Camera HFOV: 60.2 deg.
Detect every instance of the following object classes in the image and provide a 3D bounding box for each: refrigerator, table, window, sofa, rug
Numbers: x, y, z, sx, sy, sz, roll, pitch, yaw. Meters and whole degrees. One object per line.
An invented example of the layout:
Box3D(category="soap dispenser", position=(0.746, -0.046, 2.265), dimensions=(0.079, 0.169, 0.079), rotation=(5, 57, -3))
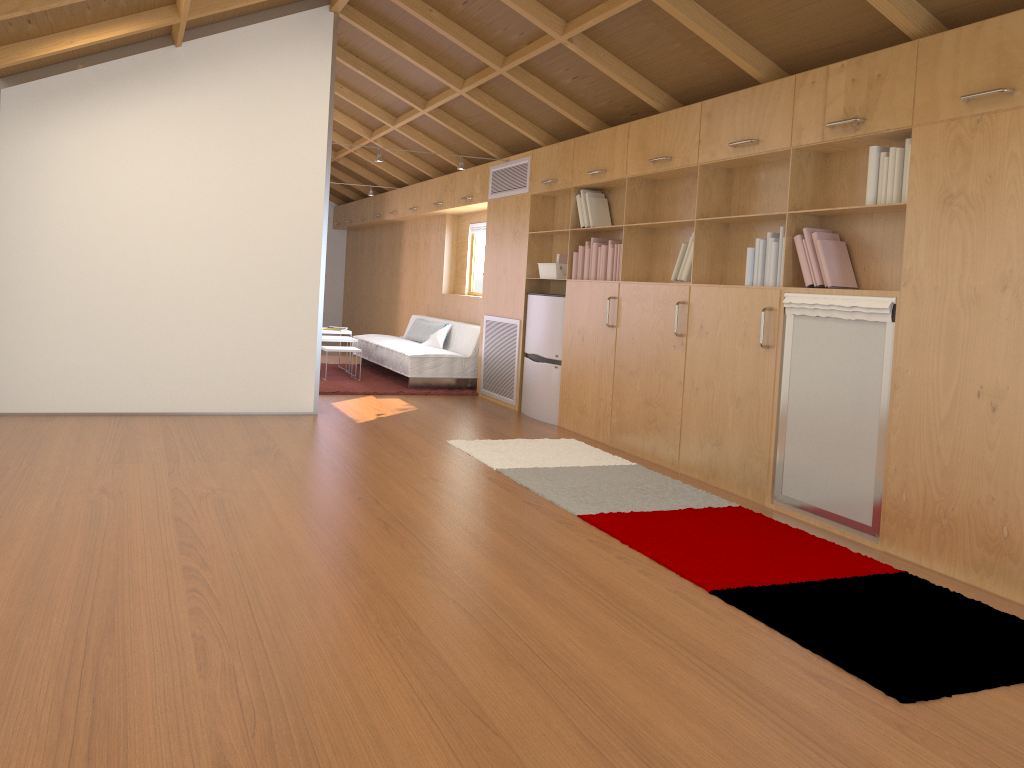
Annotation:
Box3D(category="refrigerator", position=(0.312, -0.219, 7.035), dimensions=(0.261, 0.984, 0.717), rotation=(2, 3, -23))
Box3D(category="table", position=(-2.039, -0.377, 9.549), dimensions=(0.485, 0.437, 0.527), rotation=(2, 5, -23))
Box3D(category="table", position=(-1.861, -0.292, 9.126), dimensions=(0.424, 0.382, 0.461), rotation=(2, 5, -23))
Box3D(category="window", position=(-0.144, -1.282, 9.097), dimensions=(0.035, 0.787, 1.505), rotation=(3, 5, -23))
Box3D(category="sofa", position=(-1.018, -0.377, 9.376), dimensions=(0.862, 0.626, 2.368), rotation=(1, 6, -23))
Box3D(category="rug", position=(-1.412, -0.057, 9.107), dimensions=(1.883, 0.020, 2.494), rotation=(1, 7, -23))
Box3D(category="rug", position=(0.726, 0.615, 4.212), dimensions=(0.916, 0.011, 3.743), rotation=(1, 7, -23))
Box3D(category="table", position=(-1.707, -0.205, 8.758), dimensions=(0.341, 0.307, 0.371), rotation=(2, 5, -23))

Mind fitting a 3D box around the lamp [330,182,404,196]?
Box3D(category="lamp", position=(-3.043, -2.326, 9.962), dimensions=(3.824, 0.152, 0.073), rotation=(1, 4, -23))

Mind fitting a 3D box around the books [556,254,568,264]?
Box3D(category="books", position=(0.414, -0.919, 6.915), dimensions=(0.150, 0.192, 0.089), rotation=(2, 3, -23))

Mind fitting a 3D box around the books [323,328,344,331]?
Box3D(category="books", position=(-1.898, -0.578, 9.430), dimensions=(0.193, 0.016, 0.153), rotation=(4, 6, 6))

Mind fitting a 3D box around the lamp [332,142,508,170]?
Box3D(category="lamp", position=(-1.798, -1.927, 7.027), dimensions=(3.824, 0.152, 0.073), rotation=(1, 4, -23))

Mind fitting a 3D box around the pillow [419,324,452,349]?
Box3D(category="pillow", position=(-0.779, -0.496, 9.094), dimensions=(0.347, 0.251, 0.267), rotation=(6, 5, 31))

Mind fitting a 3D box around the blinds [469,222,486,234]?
Box3D(category="blinds", position=(-0.170, -1.620, 9.066), dimensions=(0.047, 0.110, 1.506), rotation=(2, 6, -23))

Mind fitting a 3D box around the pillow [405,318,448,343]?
Box3D(category="pillow", position=(-0.951, -0.571, 9.698), dimensions=(0.171, 0.250, 1.047), rotation=(2, 6, -23))

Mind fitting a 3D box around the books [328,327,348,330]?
Box3D(category="books", position=(-1.876, -0.602, 9.514), dimensions=(0.193, 0.016, 0.153), rotation=(3, 6, -4))

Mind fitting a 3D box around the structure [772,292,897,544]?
Box3D(category="structure", position=(1.587, 0.118, 4.145), dimensions=(0.315, 1.075, 0.729), rotation=(2, 3, -23))

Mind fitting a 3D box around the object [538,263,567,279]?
Box3D(category="object", position=(0.361, -0.893, 7.029), dimensions=(0.203, 0.122, 0.352), rotation=(1, 6, -23))

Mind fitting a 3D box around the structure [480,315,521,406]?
Box3D(category="structure", position=(-0.111, -0.227, 7.783), dimensions=(0.013, 0.719, 0.824), rotation=(3, 4, -23))

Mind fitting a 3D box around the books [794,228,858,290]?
Box3D(category="books", position=(1.527, -0.613, 4.320), dimensions=(0.175, 0.295, 0.281), rotation=(2, 4, -23))

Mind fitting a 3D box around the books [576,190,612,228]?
Box3D(category="books", position=(0.603, -1.288, 6.539), dimensions=(0.175, 0.295, 0.281), rotation=(2, 4, -23))

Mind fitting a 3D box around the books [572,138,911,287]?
Box3D(category="books", position=(1.153, -0.914, 5.205), dimensions=(0.188, 0.655, 3.126), rotation=(2, 6, -23))

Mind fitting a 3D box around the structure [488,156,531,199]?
Box3D(category="structure", position=(-0.029, -1.801, 7.755), dimensions=(0.013, 0.299, 0.908), rotation=(3, 6, -23))
